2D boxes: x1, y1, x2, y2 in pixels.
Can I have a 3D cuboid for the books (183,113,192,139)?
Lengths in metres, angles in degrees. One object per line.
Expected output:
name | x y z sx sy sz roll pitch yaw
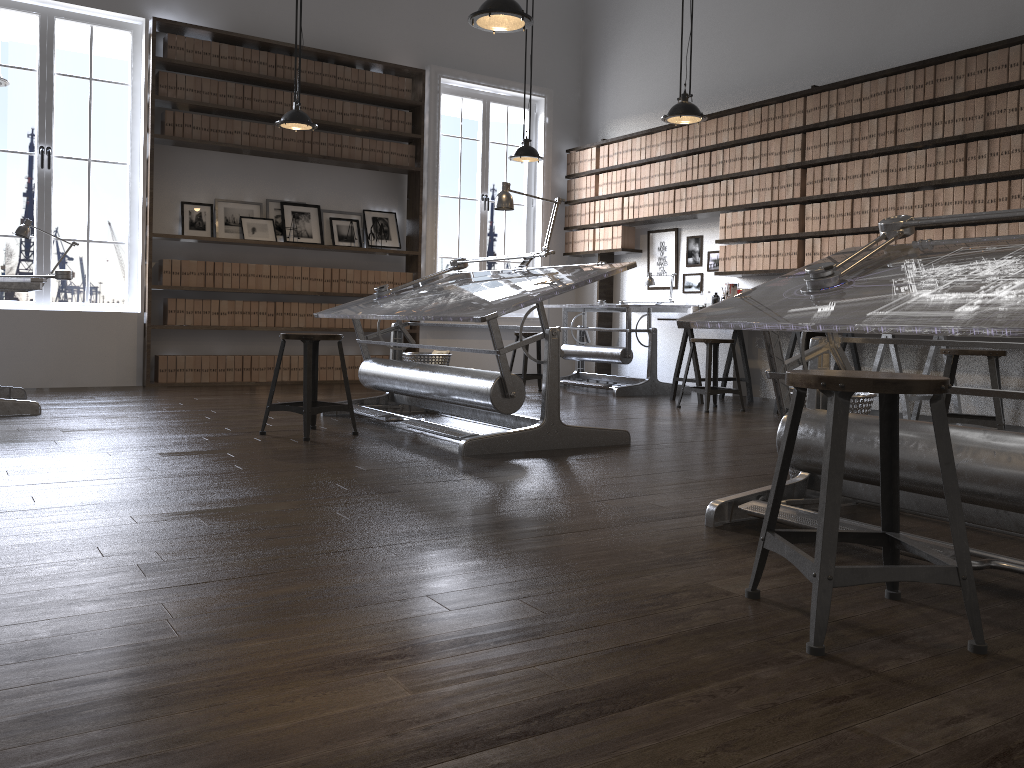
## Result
books | -2.757 -2.159 7.478 0.066 0.225 0.175 1 2 -33

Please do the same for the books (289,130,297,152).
books | -1.999 -2.174 7.964 0.066 0.225 0.175 1 2 -33

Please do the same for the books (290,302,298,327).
books | -1.997 -0.627 8.014 0.066 0.225 0.175 1 2 -33

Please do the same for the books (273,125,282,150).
books | -2.110 -2.172 7.887 0.066 0.225 0.175 1 2 -33

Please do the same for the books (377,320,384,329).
books | -1.294 -0.642 8.474 0.066 0.225 0.175 1 2 -33

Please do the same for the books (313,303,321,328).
books | -1.821 -0.631 8.134 0.066 0.225 0.175 1 2 -33

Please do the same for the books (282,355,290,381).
books | -2.067 -0.145 7.990 0.066 0.225 0.175 1 2 -33

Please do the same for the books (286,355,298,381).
books | -2.003 -0.146 8.029 0.067 0.225 0.175 1 2 -33

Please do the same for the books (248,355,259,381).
books | -2.299 -0.140 7.844 0.066 0.225 0.175 1 2 -33

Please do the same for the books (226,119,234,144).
books | -2.464 -2.165 7.664 0.066 0.225 0.175 1 2 -33

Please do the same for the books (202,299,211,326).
books | -2.644 -0.614 7.603 0.066 0.225 0.175 1 2 -33

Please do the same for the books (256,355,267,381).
books | -2.242 -0.141 7.878 0.066 0.225 0.175 1 2 -33

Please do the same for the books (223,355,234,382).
books | -2.481 -0.136 7.721 0.066 0.225 0.175 1 2 -33

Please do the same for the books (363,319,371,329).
books | -1.406 -0.639 8.398 0.067 0.225 0.175 1 2 -33

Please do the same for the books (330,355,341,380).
books | -1.657 -0.153 8.252 0.067 0.225 0.175 1 2 -33

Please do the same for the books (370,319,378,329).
books | -1.346 -0.641 8.439 0.066 0.225 0.175 1 2 -33

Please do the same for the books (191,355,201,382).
books | -2.714 -0.131 7.574 0.066 0.225 0.175 1 2 -33

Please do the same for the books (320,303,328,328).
books | -1.758 -0.632 8.173 0.066 0.225 0.175 1 2 -33

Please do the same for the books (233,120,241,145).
books | -2.410 -2.166 7.697 0.066 0.225 0.175 1 2 -33

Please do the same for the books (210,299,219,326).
books | -2.583 -0.615 7.638 0.067 0.225 0.175 1 2 -33

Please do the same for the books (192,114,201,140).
books | -2.694 -2.160 7.512 0.066 0.225 0.175 1 2 -33

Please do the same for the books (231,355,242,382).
books | -2.424 -0.137 7.763 0.066 0.225 0.175 1 2 -33

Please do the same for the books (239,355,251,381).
books | -2.358 -0.138 7.800 0.067 0.225 0.175 1 2 -33

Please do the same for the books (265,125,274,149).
books | -2.173 -2.171 7.850 0.066 0.225 0.175 1 2 -33

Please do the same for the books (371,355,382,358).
books | -1.312 -0.160 8.476 0.066 0.225 0.175 1 2 -33

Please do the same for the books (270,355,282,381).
books | -2.126 -0.143 7.948 0.066 0.225 0.175 1 2 -33

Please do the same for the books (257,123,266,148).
books | -2.234 -2.170 7.816 0.066 0.225 0.175 1 2 -33

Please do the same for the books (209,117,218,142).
books | -2.577 -2.162 7.593 0.066 0.225 0.175 1 2 -33

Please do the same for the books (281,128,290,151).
books | -2.050 -2.173 7.926 0.067 0.225 0.175 1 2 -33

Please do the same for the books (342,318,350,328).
books | -1.583 -0.636 8.285 0.066 0.225 0.175 1 2 -33

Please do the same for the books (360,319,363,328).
books | -1.467 -0.638 8.363 0.066 0.225 0.175 1 2 -33

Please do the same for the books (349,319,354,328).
books | -1.526 -0.637 8.327 0.066 0.225 0.175 1 2 -33

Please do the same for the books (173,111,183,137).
books | -2.817 -2.157 7.432 0.067 0.225 0.175 1 2 -33

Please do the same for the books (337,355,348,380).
books | -1.597 -0.154 8.293 0.066 0.225 0.175 1 2 -33

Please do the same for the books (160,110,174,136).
books | -2.882 -2.156 7.397 0.066 0.225 0.175 1 2 -33

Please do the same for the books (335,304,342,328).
books | -1.642 -0.634 8.243 0.066 0.225 0.175 1 2 -33

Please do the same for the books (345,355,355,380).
books | -1.545 -0.156 8.328 0.066 0.225 0.175 1 2 -33

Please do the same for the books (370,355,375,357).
books | -1.374 -0.159 8.441 0.066 0.225 0.175 1 2 -33

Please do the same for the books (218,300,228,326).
books | -2.523 -0.616 7.678 0.066 0.225 0.175 1 2 -33

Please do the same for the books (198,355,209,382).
books | -2.656 -0.132 7.606 0.067 0.225 0.175 1 2 -33

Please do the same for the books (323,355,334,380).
books | -1.718 -0.152 8.217 0.066 0.225 0.175 1 2 -33

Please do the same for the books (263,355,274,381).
books | -2.187 -0.142 7.908 0.067 0.225 0.175 1 2 -33

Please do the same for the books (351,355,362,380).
books | -1.487 -0.157 8.361 0.067 0.225 0.175 1 2 -33

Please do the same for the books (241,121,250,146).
books | -2.348 -2.167 7.735 0.067 0.225 0.175 1 2 -33

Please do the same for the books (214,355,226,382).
books | -2.543 -0.135 7.686 0.066 0.225 0.175 1 2 -33

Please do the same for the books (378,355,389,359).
books | -1.255 -0.162 8.518 0.066 0.225 0.175 1 2 -33

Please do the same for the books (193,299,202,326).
books | -2.704 -0.613 7.566 0.066 0.225 0.175 1 2 -33

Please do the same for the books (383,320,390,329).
books | -1.235 -0.643 8.506 0.067 0.225 0.175 1 2 -33

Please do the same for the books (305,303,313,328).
books | -1.881 -0.630 8.098 0.066 0.225 0.175 1 2 -33

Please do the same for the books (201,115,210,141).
books | -2.637 -2.161 7.554 0.066 0.225 0.175 1 2 -33

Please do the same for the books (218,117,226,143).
books | -2.517 -2.163 7.624 0.067 0.225 0.175 1 2 -33

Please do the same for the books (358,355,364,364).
books | -1.433 -0.158 8.402 0.066 0.225 0.175 1 2 -33

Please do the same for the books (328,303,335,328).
books | -1.703 -0.633 8.204 0.067 0.225 0.175 1 2 -33

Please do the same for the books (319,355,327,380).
books | -1.778 -0.151 8.181 0.066 0.225 0.175 1 2 -33

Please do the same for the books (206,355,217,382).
books | -2.602 -0.134 7.648 0.066 0.225 0.175 1 2 -33

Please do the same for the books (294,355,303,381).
books | -1.943 -0.147 8.070 0.066 0.225 0.175 1 2 -33

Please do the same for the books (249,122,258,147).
books | -2.291 -2.168 7.776 0.066 0.225 0.175 1 2 -33

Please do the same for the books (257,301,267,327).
books | -2.238 -0.622 7.861 0.066 0.225 0.175 1 2 -33
